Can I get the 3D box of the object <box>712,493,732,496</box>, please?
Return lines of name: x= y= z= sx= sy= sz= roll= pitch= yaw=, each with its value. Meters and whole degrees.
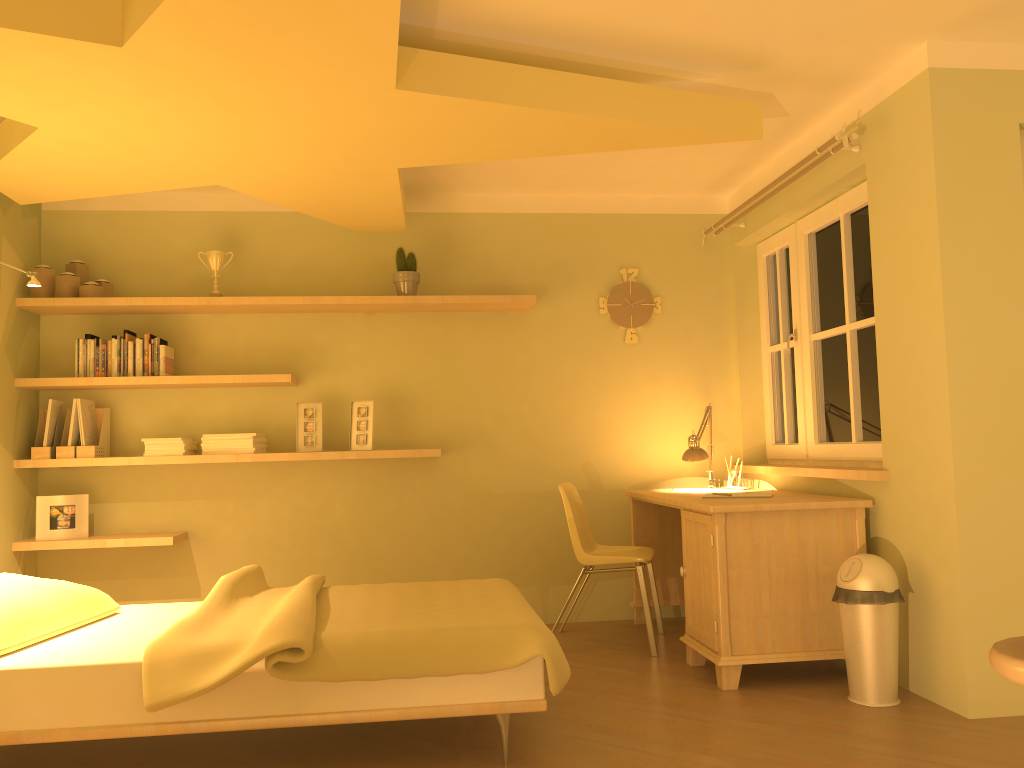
object: x=0.958 y=0.504 z=4.048 sx=0.008 sy=0.009 sz=0.166 roll=0 pitch=-4 yaw=-16

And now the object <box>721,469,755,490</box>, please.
object: x=1.200 y=0.506 z=4.724 sx=0.070 sy=0.105 sz=0.240 roll=0 pitch=-4 yaw=-15

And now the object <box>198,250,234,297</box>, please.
object: x=-1.560 y=-0.564 z=4.672 sx=0.160 sy=0.268 sz=0.095 roll=2 pitch=-5 yaw=-37

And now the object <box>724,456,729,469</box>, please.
object: x=1.179 y=0.473 z=4.822 sx=0.053 sy=0.162 sz=0.009 roll=1 pitch=-5 yaw=-31

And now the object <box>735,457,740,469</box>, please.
object: x=1.205 y=0.476 z=4.803 sx=0.008 sy=0.155 sz=0.073 roll=2 pitch=-6 yaw=-42

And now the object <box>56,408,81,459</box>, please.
object: x=-2.228 y=0.250 z=4.512 sx=0.087 sy=0.259 sz=0.236 roll=-1 pitch=-4 yaw=-7

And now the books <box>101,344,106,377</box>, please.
books: x=-2.078 y=-0.108 z=4.559 sx=0.021 sy=0.172 sz=0.157 roll=-1 pitch=-4 yaw=-7

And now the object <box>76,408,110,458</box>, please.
object: x=-2.133 y=0.248 z=4.523 sx=0.087 sy=0.259 sz=0.236 roll=-1 pitch=-4 yaw=-7

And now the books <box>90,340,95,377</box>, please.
books: x=-2.131 y=-0.120 z=4.553 sx=0.022 sy=0.198 sz=0.157 roll=-1 pitch=-4 yaw=-7

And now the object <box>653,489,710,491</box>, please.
object: x=0.904 y=0.563 z=4.728 sx=0.300 sy=0.009 sz=0.040 roll=-3 pitch=-5 yaw=23

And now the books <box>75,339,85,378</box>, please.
books: x=-2.194 y=-0.122 z=4.546 sx=0.040 sy=0.203 sz=0.157 roll=-1 pitch=-4 yaw=-7

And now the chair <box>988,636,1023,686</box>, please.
chair: x=1.101 y=0.784 z=1.664 sx=0.364 sy=0.551 sz=0.348 roll=-2 pitch=-4 yaw=4

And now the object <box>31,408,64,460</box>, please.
object: x=-2.353 y=0.252 z=4.496 sx=0.087 sy=0.259 sz=0.236 roll=-1 pitch=-4 yaw=-12

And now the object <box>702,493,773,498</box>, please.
object: x=1.028 y=0.508 z=4.036 sx=0.300 sy=0.010 sz=0.210 roll=-3 pitch=-4 yaw=18

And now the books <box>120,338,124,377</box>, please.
books: x=-1.990 y=-0.125 z=4.571 sx=0.017 sy=0.203 sz=0.155 roll=-1 pitch=-4 yaw=-7

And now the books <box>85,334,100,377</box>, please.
books: x=-2.159 y=-0.135 z=4.560 sx=0.032 sy=0.229 sz=0.138 roll=-1 pitch=-4 yaw=-7

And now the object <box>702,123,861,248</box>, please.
object: x=1.280 y=-0.904 z=4.296 sx=0.190 sy=0.113 sz=1.708 roll=-1 pitch=-4 yaw=-7

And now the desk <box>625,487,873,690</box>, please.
desk: x=1.044 y=0.886 z=4.204 sx=0.684 sy=0.720 sz=1.396 roll=-1 pitch=-4 yaw=-7

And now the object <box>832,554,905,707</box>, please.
object: x=1.336 y=0.905 z=3.310 sx=0.255 sy=0.535 sz=0.248 roll=-4 pitch=-5 yaw=27

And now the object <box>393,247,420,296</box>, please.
object: x=-0.566 y=-0.599 z=4.753 sx=0.145 sy=0.294 sz=0.145 roll=0 pitch=-5 yaw=-26

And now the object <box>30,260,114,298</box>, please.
object: x=-2.258 y=-0.534 z=4.563 sx=0.349 sy=0.229 sz=0.234 roll=-1 pitch=-4 yaw=-6

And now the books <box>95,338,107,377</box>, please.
books: x=-2.104 y=-0.123 z=4.556 sx=0.032 sy=0.203 sz=0.157 roll=-1 pitch=-4 yaw=-7

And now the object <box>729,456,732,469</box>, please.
object: x=1.189 y=0.473 z=4.835 sx=0.034 sy=0.165 sz=0.009 roll=0 pitch=-4 yaw=-15

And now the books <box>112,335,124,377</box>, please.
books: x=-2.017 y=-0.132 z=4.563 sx=0.038 sy=0.217 sz=0.166 roll=-1 pitch=-4 yaw=-7

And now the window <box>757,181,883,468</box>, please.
window: x=1.527 y=-0.228 z=4.354 sx=0.142 sy=1.263 sz=1.486 roll=-1 pitch=-4 yaw=-7

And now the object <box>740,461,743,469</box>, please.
object: x=1.220 y=0.480 z=4.747 sx=0.010 sy=0.138 sz=0.043 roll=1 pitch=-5 yaw=-33

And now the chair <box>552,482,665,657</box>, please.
chair: x=0.450 y=0.883 z=4.390 sx=0.546 sy=0.785 sz=0.531 roll=-2 pitch=-4 yaw=13

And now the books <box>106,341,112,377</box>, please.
books: x=-2.052 y=-0.119 z=4.568 sx=0.032 sy=0.193 sz=0.146 roll=-1 pitch=-4 yaw=-7

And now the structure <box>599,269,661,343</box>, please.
structure: x=0.677 y=-0.447 z=5.057 sx=0.360 sy=0.432 sz=0.027 roll=-1 pitch=-4 yaw=-7

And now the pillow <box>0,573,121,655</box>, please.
pillow: x=-1.738 y=0.770 z=2.995 sx=0.482 sy=0.213 sz=0.801 roll=-2 pitch=-4 yaw=3
